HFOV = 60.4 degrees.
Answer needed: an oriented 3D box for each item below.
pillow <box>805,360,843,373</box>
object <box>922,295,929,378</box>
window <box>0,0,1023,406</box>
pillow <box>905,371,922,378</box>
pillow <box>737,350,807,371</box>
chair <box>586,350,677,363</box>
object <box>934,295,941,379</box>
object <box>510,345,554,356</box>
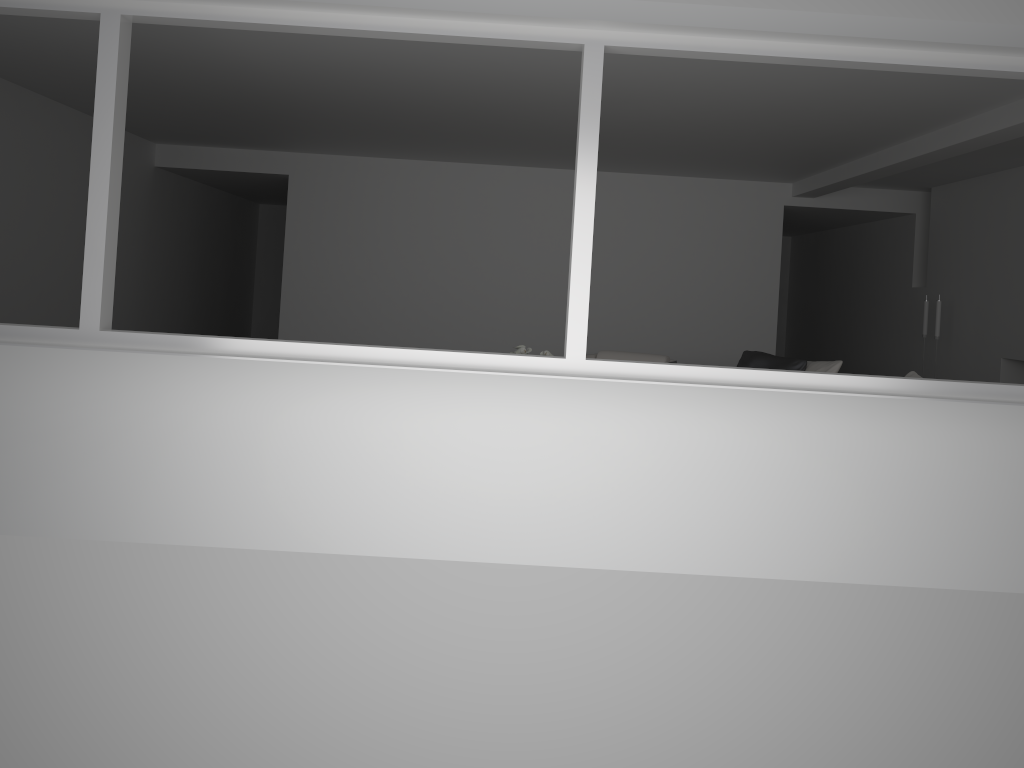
[{"bbox_3d":[2.293,0.040,6.864,0.323,0.499,0.588,3,3,-12],"label":"pillow"},{"bbox_3d":[3.977,-0.164,8.518,0.180,1.395,0.180,3,-1,-1],"label":"object"},{"bbox_3d":[0.294,-0.741,3.603,8.048,1.434,0.110,3,-1,-1],"label":"window"},{"bbox_3d":[2.388,0.186,5.359,0.299,0.506,0.589,4,3,3],"label":"pillow"},{"bbox_3d":[2.020,-0.024,7.008,0.568,0.449,0.277,7,3,43],"label":"pillow"},{"bbox_3d":[0.949,0.069,7.617,0.770,0.660,0.920,5,4,23],"label":"chair"},{"bbox_3d":[3.880,-0.123,8.070,0.180,1.395,0.180,3,-1,-1],"label":"object"},{"bbox_3d":[0.021,0.126,6.308,0.446,0.797,0.379,3,0,-18],"label":"object"}]
